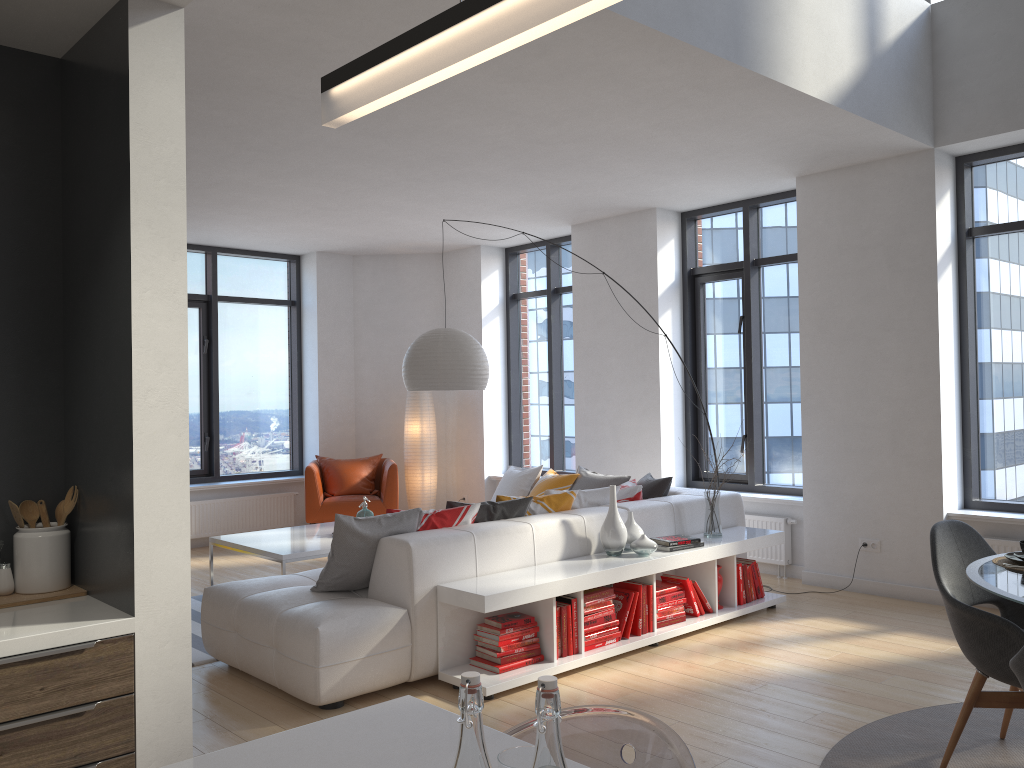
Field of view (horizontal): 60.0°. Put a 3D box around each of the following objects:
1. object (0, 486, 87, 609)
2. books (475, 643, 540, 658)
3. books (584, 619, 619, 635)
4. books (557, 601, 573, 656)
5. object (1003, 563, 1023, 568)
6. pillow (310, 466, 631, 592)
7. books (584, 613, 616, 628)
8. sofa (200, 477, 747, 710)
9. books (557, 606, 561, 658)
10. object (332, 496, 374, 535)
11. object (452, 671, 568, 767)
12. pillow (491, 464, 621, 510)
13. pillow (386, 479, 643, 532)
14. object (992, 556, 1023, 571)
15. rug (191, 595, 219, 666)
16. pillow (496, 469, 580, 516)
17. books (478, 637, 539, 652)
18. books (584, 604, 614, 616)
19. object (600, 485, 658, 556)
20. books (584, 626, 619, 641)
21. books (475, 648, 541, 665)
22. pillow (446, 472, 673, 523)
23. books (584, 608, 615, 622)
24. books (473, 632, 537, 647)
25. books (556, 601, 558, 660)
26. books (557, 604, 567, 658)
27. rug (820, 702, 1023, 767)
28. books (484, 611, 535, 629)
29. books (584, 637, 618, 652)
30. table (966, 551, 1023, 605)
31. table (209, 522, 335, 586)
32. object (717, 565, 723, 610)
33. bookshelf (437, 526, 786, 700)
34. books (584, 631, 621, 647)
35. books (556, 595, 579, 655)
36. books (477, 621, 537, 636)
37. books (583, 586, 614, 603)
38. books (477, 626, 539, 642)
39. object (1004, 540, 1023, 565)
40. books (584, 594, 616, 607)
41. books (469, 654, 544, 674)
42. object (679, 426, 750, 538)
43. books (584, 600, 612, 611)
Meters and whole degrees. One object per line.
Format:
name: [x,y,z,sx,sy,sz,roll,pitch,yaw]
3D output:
object: [-1.441,0.465,2.573,0.330,0.316,0.221,0,-1,-42]
books: [-0.021,1.318,4.446,0.266,0.026,0.187,0,-1,-37]
books: [0.394,1.298,4.792,0.301,0.032,0.227,0,-1,-42]
books: [0.235,1.266,4.621,0.042,0.259,0.195,0,-1,-42]
object: [1.922,0.640,3.180,0.309,0.015,0.206,0,-1,-38]
pillow: [-0.157,0.858,5.638,0.647,0.453,2.953,-2,-1,35]
books: [0.388,1.263,4.789,0.279,0.039,0.206,0,-1,-41]
sofa: [-0.477,1.142,5.998,3.424,0.732,2.614,0,-1,-42]
books: [0.176,1.268,4.579,0.031,0.255,0.181,0,-1,-42]
object: [-1.128,0.946,6.370,0.330,0.265,0.330,-1,-1,-18]
object: [0.026,0.441,1.053,0.148,0.267,0.323,-1,-1,12]
pillow: [0.138,0.868,6.534,0.580,0.456,2.156,-1,-1,-17]
pillow: [0.138,0.880,5.458,0.575,0.449,2.250,-2,-1,45]
object: [1.930,0.648,3.186,0.360,0.002,0.360,-1,-1,0]
rug: [-1.485,1.520,6.070,2.326,0.016,1.662,0,-1,-43]
pillow: [0.161,0.881,6.216,0.630,0.440,2.095,-1,-1,5]
books: [-0.019,1.293,4.459,0.257,0.025,0.182,0,-1,-42]
books: [0.406,1.204,4.779,0.236,0.023,0.178,0,-1,-42]
object: [0.645,0.777,5.102,0.316,0.398,0.319,-1,-1,-18]
books: [0.416,1.325,4.763,0.266,0.026,0.187,0,-1,-43]
books: [-0.020,1.348,4.458,0.259,0.034,0.206,0,-1,-39]
pillow: [0.373,0.853,5.685,0.608,0.436,2.120,-2,-1,43]
books: [0.397,1.229,4.776,0.191,0.027,0.261,-2,-1,43]
books: [-0.033,1.268,4.468,0.261,0.028,0.191,0,-1,-43]
books: [0.152,1.251,4.554,0.036,0.294,0.208,0,-1,-42]
books: [0.200,1.267,4.602,0.034,0.259,0.207,0,-1,-42]
rug: [2.262,1.406,2.744,2.499,0.010,2.499,-1,-1,21]
books: [-0.013,1.188,4.459,0.206,0.029,0.152,0,-1,-36]
books: [0.407,1.381,4.771,0.274,0.029,0.200,0,-1,-43]
table: [2.262,1.019,2.757,1.499,0.764,1.499,-2,-1,37]
table: [-1.398,1.300,6.321,1.091,0.435,1.091,0,-1,-42]
object: [1.250,1.263,5.521,0.125,0.258,0.125,-1,-1,25]
bookshelf: [0.717,1.224,5.075,2.600,0.500,0.356,0,-1,-42]
books: [0.420,1.352,4.761,0.282,0.030,0.188,0,-1,-41]
books: [0.257,1.250,4.648,0.049,0.291,0.214,0,-1,-42]
books: [-0.025,1.215,4.460,0.254,0.025,0.178,0,-1,-43]
books: [0.385,1.126,4.776,0.206,0.034,0.259,-2,-1,45]
books: [-0.021,1.240,4.458,0.269,0.028,0.179,0,-1,-41]
object: [1.921,0.610,3.195,0.258,0.074,0.258,-1,-1,28]
books: [0.405,1.155,4.782,0.187,0.026,0.266,-2,-1,42]
books: [-0.026,1.381,4.441,0.301,0.032,0.227,0,-1,-42]
object: [1.329,0.599,5.625,0.406,0.744,0.607,-1,-1,-2]
books: [0.386,1.181,4.773,0.257,0.025,0.182,0,-1,-42]
